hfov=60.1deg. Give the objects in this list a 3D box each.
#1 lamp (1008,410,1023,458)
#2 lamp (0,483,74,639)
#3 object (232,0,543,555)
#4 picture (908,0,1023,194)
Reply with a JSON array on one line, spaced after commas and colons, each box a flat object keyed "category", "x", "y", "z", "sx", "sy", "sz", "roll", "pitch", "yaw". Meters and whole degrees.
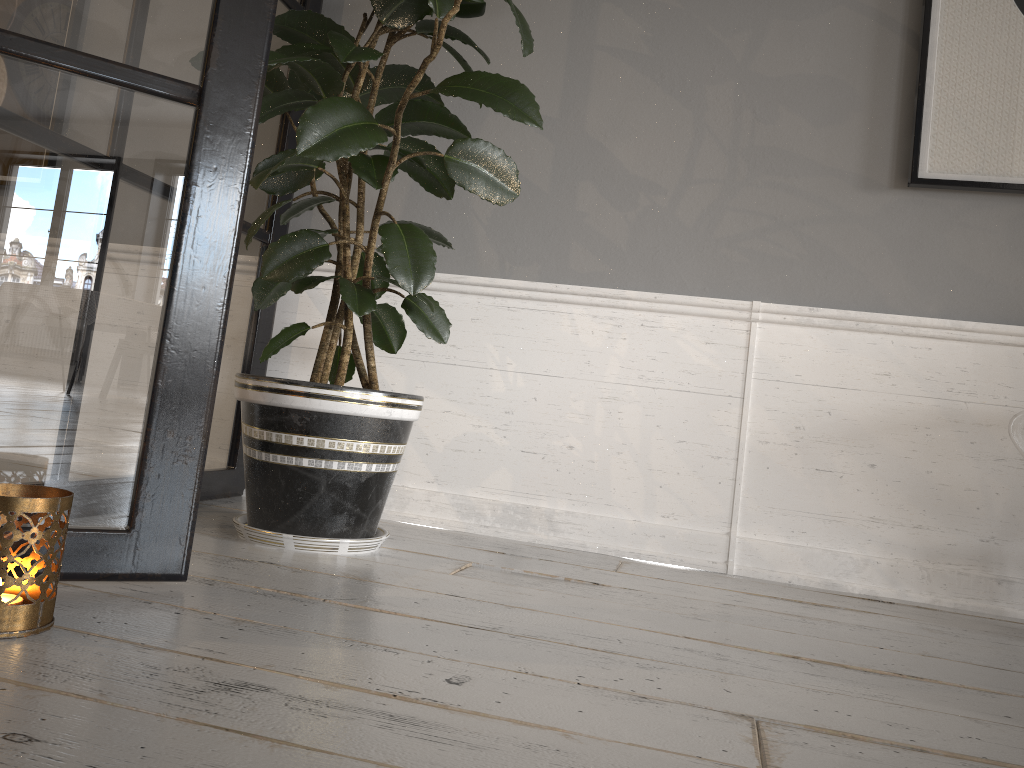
[{"category": "lamp", "x": 1.113, "y": 0.256, "z": 1.561, "sx": 0.433, "sy": 0.440, "sz": 0.429, "roll": 5, "pitch": -4, "yaw": 34}, {"category": "lamp", "x": -0.533, "y": 0.183, "z": 0.937, "sx": 0.107, "sy": 0.141, "sz": 0.107, "roll": 9, "pitch": -5, "yaw": -24}, {"category": "object", "x": -0.503, "y": -0.670, "z": 0.216, "sx": 1.013, "sy": 1.804, "sz": 3.872, "roll": 6, "pitch": -3, "yaw": 12}, {"category": "picture", "x": 0.755, "y": -1.257, "z": 0.018, "sx": 7.303, "sy": 1.805, "sz": 4.014, "roll": 7, "pitch": -2, "yaw": 13}]
